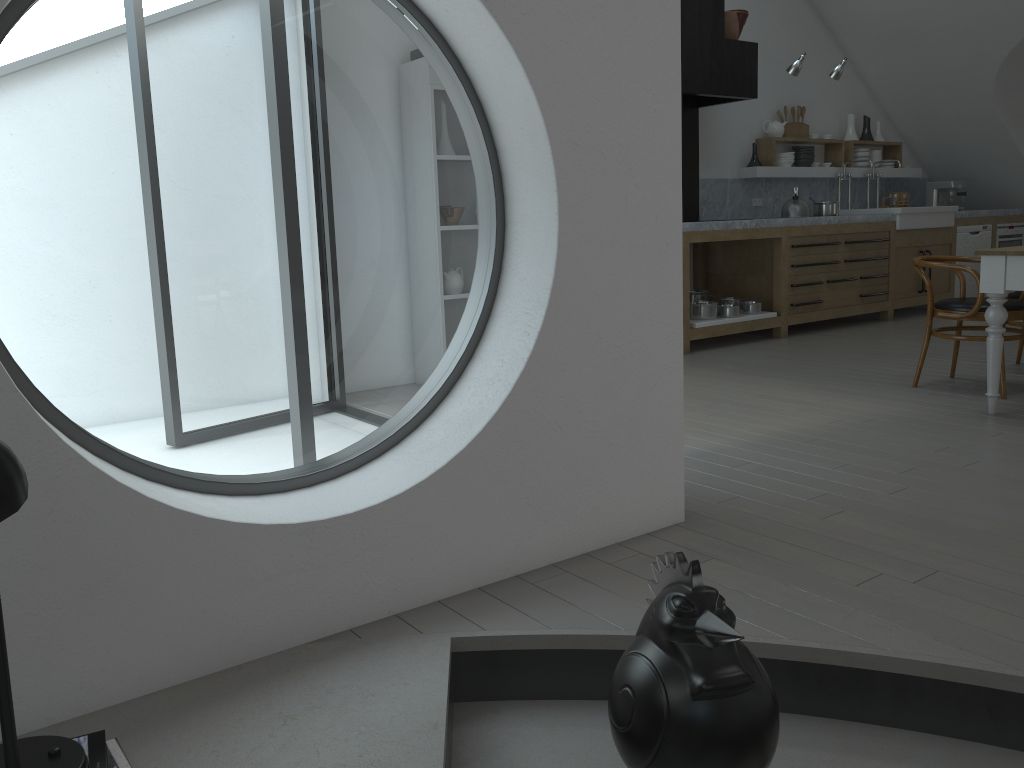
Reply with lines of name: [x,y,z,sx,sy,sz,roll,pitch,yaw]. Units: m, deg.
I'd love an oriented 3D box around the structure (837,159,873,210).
structure: [3.337,-1.897,8.593,0.333,0.527,0.215,4,11,34]

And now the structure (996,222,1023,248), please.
structure: [5.068,-1.408,9.554,0.633,0.633,0.632,-9,12,-35]

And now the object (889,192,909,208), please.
object: [4.113,-1.931,9.423,0.200,0.222,0.104,-9,11,-35]

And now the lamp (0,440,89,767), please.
lamp: [-0.851,0.347,1.445,0.234,0.657,0.324,-5,10,-20]

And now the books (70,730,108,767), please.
books: [-0.823,0.691,1.464,0.286,0.031,0.270,-7,11,-25]

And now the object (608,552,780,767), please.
object: [0.338,0.594,1.667,0.320,0.560,0.322,3,10,27]

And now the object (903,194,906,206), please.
object: [4.164,-1.923,9.413,0.040,0.191,0.042,0,9,14]

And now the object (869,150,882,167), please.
object: [3.708,-2.307,9.077,0.158,0.159,0.155,-3,10,-7]

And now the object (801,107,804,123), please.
object: [2.775,-2.490,8.456,0.057,0.293,0.030,-8,11,-35]

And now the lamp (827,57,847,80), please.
lamp: [2.735,-2.636,7.434,0.112,0.175,0.169,-11,13,-43]

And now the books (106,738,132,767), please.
books: [-0.820,0.759,1.474,0.389,0.042,0.366,-9,13,-35]

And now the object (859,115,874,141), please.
object: [3.607,-2.598,9.015,0.156,0.267,0.156,-8,11,-31]

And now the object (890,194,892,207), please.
object: [3.974,-1.890,9.289,0.019,0.195,0.022,6,12,42]

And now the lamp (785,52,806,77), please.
lamp: [2.266,-2.555,7.103,0.115,0.177,0.165,-5,10,-17]

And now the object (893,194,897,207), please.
object: [4.009,-1.892,9.275,0.040,0.191,0.042,-2,9,1]

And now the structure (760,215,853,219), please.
structure: [2.566,-1.458,7.853,0.739,0.041,0.649,-9,13,-35]

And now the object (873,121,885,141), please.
object: [3.784,-2.605,9.156,0.156,0.217,0.156,4,11,35]

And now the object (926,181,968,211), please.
object: [4.668,-1.995,9.428,0.325,0.319,0.387,-9,12,-35]

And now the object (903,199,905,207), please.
object: [4.169,-1.923,9.429,0.018,0.195,0.020,-4,9,-13]

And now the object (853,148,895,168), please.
object: [3.694,-2.308,9.097,0.658,0.195,0.198,-9,12,-36]

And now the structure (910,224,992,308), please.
structure: [4.459,-1.214,9.135,0.725,0.819,0.600,-9,11,-35]

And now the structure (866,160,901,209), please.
structure: [3.731,-1.962,8.876,0.333,0.527,0.215,4,11,34]

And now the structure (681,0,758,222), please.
structure: [1.336,-2.238,7.049,1.078,1.876,0.782,-9,11,-35]

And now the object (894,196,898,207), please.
object: [4.015,-1.883,9.290,0.044,0.178,0.020,5,11,38]

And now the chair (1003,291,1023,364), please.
chair: [3.183,-0.435,5.330,0.528,0.731,0.623,-9,12,-38]

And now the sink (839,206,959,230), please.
sink: [3.681,-1.593,8.533,1.023,0.201,0.729,-9,12,-35]

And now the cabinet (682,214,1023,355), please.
cabinet: [2.705,-0.942,8.078,6.442,1.017,1.006,-9,12,-35]

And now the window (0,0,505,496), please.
window: [-0.643,-0.440,2.342,1.473,1.464,0.104,-9,11,-35]

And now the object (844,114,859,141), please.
object: [3.393,-2.563,8.866,0.156,0.267,0.156,6,12,42]

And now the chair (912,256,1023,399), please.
chair: [2.562,-0.345,4.959,0.528,0.731,0.623,-9,11,-35]

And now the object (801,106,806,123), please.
object: [2.756,-2.483,8.420,0.068,0.296,0.039,-8,11,-35]

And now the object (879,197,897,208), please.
object: [3.941,-1.874,9.290,0.173,0.170,0.100,-8,11,-34]

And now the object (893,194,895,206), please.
object: [3.997,-1.891,9.290,0.018,0.195,0.023,-10,11,-40]

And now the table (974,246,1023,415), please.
table: [3.866,-0.407,4.840,3.356,0.795,1.021,-9,12,-35]

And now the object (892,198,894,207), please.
object: [3.981,-1.878,9.271,0.019,0.178,0.044,1,9,19]
